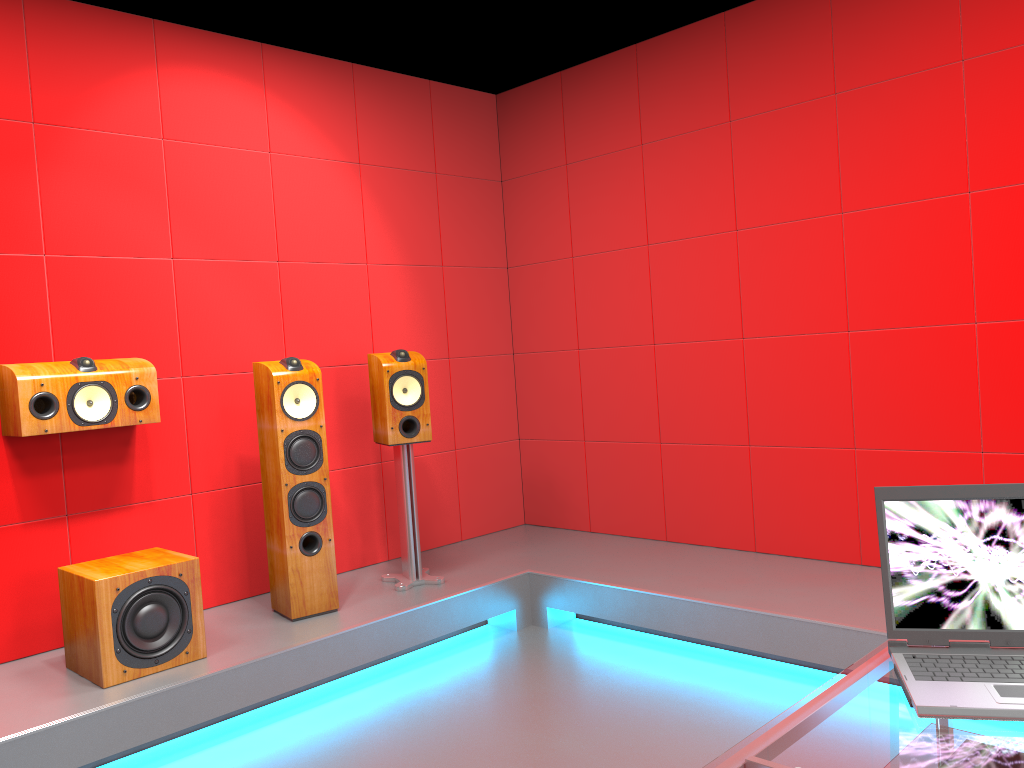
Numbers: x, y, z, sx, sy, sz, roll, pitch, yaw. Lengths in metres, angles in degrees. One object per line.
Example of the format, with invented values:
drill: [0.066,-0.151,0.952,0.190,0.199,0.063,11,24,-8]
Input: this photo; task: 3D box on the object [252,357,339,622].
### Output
object: [-0.889,0.416,3.650,0.203,1.052,0.238,-5,2,-35]

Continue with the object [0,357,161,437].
object: [-1.626,0.035,3.345,0.235,0.271,0.493,-2,3,45]

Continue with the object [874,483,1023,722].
object: [0.778,0.325,1.384,0.342,0.285,0.340,-3,2,15]

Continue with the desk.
desk: [0.505,0.844,1.033,0.594,0.690,1.617,-2,3,45]

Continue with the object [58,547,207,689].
object: [-1.343,0.811,3.144,0.360,0.360,0.360,-2,3,45]

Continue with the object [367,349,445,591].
object: [-0.488,0.373,4.023,0.231,1.058,0.265,-5,2,-25]
